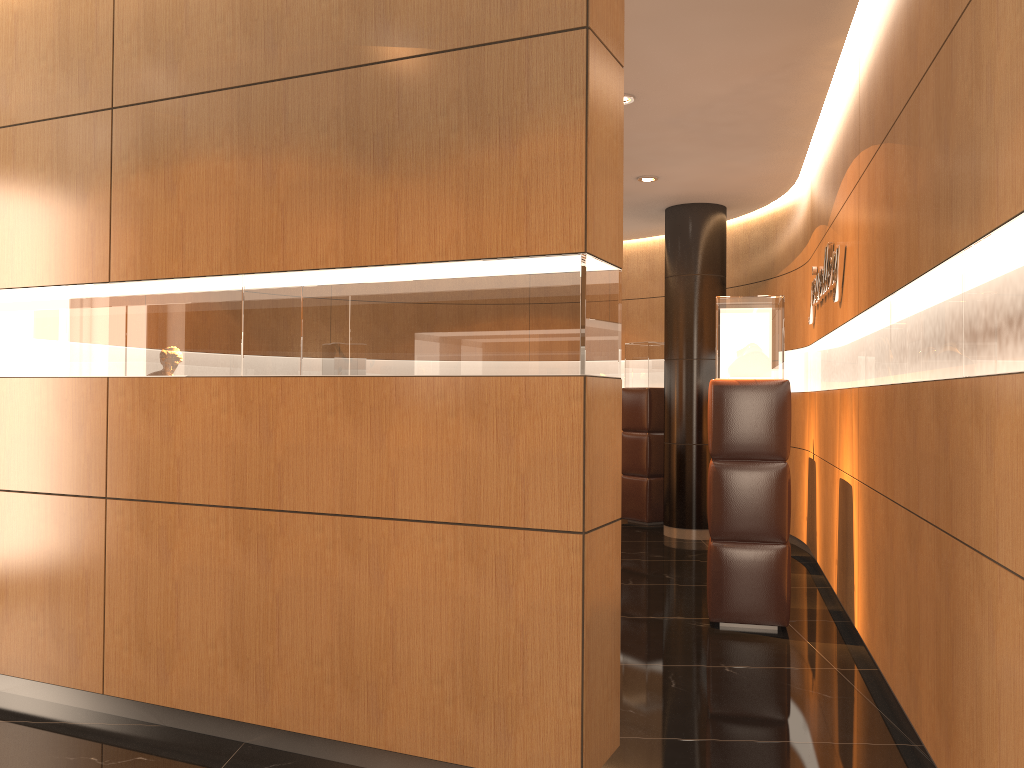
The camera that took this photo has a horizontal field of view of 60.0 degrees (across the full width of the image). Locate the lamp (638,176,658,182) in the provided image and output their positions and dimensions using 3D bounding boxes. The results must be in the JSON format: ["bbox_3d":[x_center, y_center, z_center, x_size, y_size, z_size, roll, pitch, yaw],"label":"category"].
[{"bbox_3d":[1.189,-1.823,7.769,0.176,0.068,0.176,0,-1,8],"label":"lamp"}]

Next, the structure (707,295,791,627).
[{"bbox_3d":[1.472,0.457,5.519,0.498,1.968,0.484,0,-1,13],"label":"structure"}]

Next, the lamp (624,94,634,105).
[{"bbox_3d":[0.700,-1.860,5.713,0.176,0.068,0.176,0,-1,8],"label":"lamp"}]

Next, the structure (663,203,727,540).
[{"bbox_3d":[1.857,-0.184,9.007,0.613,3.430,0.613,0,-1,18],"label":"structure"}]

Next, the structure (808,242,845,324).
[{"bbox_3d":[2.250,-0.730,6.400,0.034,0.442,2.050,0,-1,13],"label":"structure"}]

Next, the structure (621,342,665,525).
[{"bbox_3d":[1.535,0.543,9.903,0.484,2.000,0.498,1,-1,-32],"label":"structure"}]
